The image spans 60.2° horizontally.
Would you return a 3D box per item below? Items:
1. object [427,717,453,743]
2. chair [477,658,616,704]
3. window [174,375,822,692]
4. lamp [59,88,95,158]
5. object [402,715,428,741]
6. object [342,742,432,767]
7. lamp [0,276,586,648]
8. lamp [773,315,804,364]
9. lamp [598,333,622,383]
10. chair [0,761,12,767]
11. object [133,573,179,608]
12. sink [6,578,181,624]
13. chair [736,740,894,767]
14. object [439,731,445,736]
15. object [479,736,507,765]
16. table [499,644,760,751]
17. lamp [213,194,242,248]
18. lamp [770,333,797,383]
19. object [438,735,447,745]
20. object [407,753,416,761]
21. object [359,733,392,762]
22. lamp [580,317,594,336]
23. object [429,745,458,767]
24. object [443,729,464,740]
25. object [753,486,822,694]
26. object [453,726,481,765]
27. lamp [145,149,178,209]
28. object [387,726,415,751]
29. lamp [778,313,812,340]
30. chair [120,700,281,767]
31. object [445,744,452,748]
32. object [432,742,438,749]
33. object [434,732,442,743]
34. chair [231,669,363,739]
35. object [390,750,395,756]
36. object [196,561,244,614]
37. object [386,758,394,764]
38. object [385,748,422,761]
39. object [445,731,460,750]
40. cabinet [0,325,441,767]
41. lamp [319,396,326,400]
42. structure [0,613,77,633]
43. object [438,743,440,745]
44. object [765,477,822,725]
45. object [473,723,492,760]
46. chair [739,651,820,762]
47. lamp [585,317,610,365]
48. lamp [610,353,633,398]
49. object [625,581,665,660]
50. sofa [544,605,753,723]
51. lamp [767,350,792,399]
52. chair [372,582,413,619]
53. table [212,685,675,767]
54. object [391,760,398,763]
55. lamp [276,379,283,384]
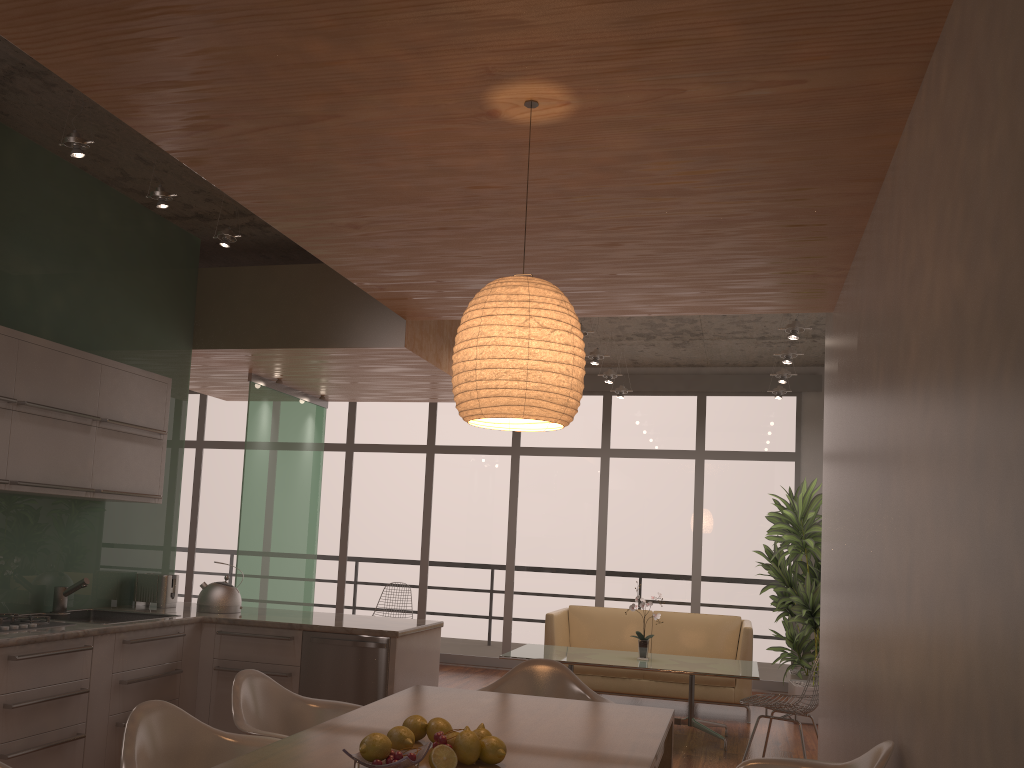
[{"bbox_3d":[-0.206,1.000,2.538,0.078,0.077,0.081,4,-8,-10],"label":"object"},{"bbox_3d":[0.110,1.673,3.848,0.684,0.853,0.650,3,-7,0],"label":"chair"},{"bbox_3d":[-0.984,1.525,10.177,8.572,3.252,0.062,0,-5,15],"label":"window"},{"bbox_3d":[-1.829,-1.192,3.740,0.153,0.466,0.104,4,-5,-18],"label":"lamp"},{"bbox_3d":[-0.283,1.004,2.574,0.078,0.077,0.081,3,-8,1],"label":"object"},{"bbox_3d":[-0.316,0.948,2.241,0.174,0.060,0.176,0,-10,15],"label":"object"},{"bbox_3d":[-1.078,0.556,4.131,3.221,1.334,3.099,0,-10,15],"label":"lamp"},{"bbox_3d":[2.192,-0.400,6.986,0.199,0.478,0.135,5,-5,-18],"label":"lamp"},{"bbox_3d":[0.914,-0.248,8.170,0.199,0.478,0.135,5,-5,-18],"label":"lamp"},{"bbox_3d":[-1.077,1.266,1.957,0.643,0.841,0.691,2,-7,10],"label":"chair"},{"bbox_3d":[-2.215,1.289,5.512,0.237,0.200,0.155,1,-7,15],"label":"object"},{"bbox_3d":[-2.243,1.246,4.778,0.617,0.379,0.649,0,-9,15],"label":"sink"},{"bbox_3d":[0.819,1.501,2.710,0.643,0.853,0.690,1,-7,15],"label":"chair"},{"bbox_3d":[-0.192,0.953,2.387,0.025,0.026,0.026,5,-8,-18],"label":"object"},{"bbox_3d":[-0.054,0.975,2.351,0.081,0.071,0.083,2,-8,4],"label":"object"},{"bbox_3d":[0.911,2.389,6.765,1.873,0.554,0.949,0,-9,15],"label":"table"},{"bbox_3d":[-1.547,-0.980,4.835,0.153,0.466,0.104,4,-5,-18],"label":"lamp"},{"bbox_3d":[2.396,-0.247,7.775,0.199,0.478,0.135,5,-5,-18],"label":"lamp"},{"bbox_3d":[-0.182,0.940,2.326,0.024,0.026,0.026,3,-8,-4],"label":"object"},{"bbox_3d":[-0.255,0.943,2.226,0.026,0.026,0.023,-1,-8,27],"label":"object"},{"bbox_3d":[-0.347,0.924,2.245,0.082,0.071,0.081,4,-8,-8],"label":"object"},{"bbox_3d":[0.508,-0.553,6.591,0.199,0.478,0.135,5,-5,-18],"label":"lamp"},{"bbox_3d":[-0.178,0.949,2.234,0.074,0.068,0.064,9,-9,-37],"label":"object"},{"bbox_3d":[-0.155,0.938,2.369,0.070,0.021,0.065,7,-11,-24],"label":"object"},{"bbox_3d":[2.890,2.007,8.384,1.084,2.086,0.972,-1,-7,33],"label":"object"},{"bbox_3d":[-0.117,0.952,2.322,0.074,0.093,0.076,0,-8,23],"label":"object"},{"bbox_3d":[-1.688,-1.086,4.288,0.153,0.466,0.104,4,-5,-18],"label":"lamp"},{"bbox_3d":[-0.305,0.975,2.421,0.081,0.071,0.083,2,-8,4],"label":"object"},{"bbox_3d":[1.989,-0.553,6.196,0.199,0.478,0.135,5,-5,-18],"label":"lamp"},{"bbox_3d":[-0.834,1.401,2.604,0.643,0.853,0.691,2,-7,10],"label":"chair"},{"bbox_3d":[-0.169,0.957,2.315,0.026,0.026,0.024,1,-8,14],"label":"object"},{"bbox_3d":[-0.209,1.010,2.463,0.026,0.026,0.024,1,-8,14],"label":"object"},{"bbox_3d":[-0.197,0.945,2.359,0.024,0.026,0.026,10,-10,-42],"label":"object"},{"bbox_3d":[-0.747,1.533,3.308,0.643,0.853,0.691,2,-7,10],"label":"chair"},{"bbox_3d":[-0.312,0.960,2.282,0.024,0.026,0.026,6,-8,-21],"label":"object"},{"bbox_3d":[-1.780,1.239,5.392,0.263,0.302,0.264,-2,-8,31],"label":"object"},{"bbox_3d":[-0.306,0.956,2.227,0.026,0.025,0.026,-3,-10,39],"label":"object"},{"bbox_3d":[-0.275,0.956,2.262,0.093,0.042,0.076,8,-10,-29],"label":"object"},{"bbox_3d":[-0.153,0.978,2.385,0.084,0.074,0.079,6,-8,-21],"label":"object"},{"bbox_3d":[-1.875,0.835,3.691,1.917,2.252,4.288,1,-9,15],"label":"cabinet"},{"bbox_3d":[-1.668,-0.092,7.838,0.103,0.466,0.154,4,-5,-13],"label":"lamp"},{"bbox_3d":[-2.450,1.100,4.072,0.490,0.038,0.683,0,-11,15],"label":"structure"},{"bbox_3d":[-0.183,0.955,2.338,0.024,0.026,0.026,3,-8,-4],"label":"object"},{"bbox_3d":[2.736,1.881,7.730,0.969,2.086,1.087,0,-7,28],"label":"object"},{"bbox_3d":[-0.086,0.977,2.407,0.074,0.099,0.072,8,-9,-40],"label":"object"},{"bbox_3d":[1.781,2.062,5.662,0.563,0.893,0.546,-2,-8,35],"label":"chair"},{"bbox_3d":[0.711,-0.401,7.381,0.199,0.478,0.135,5,-5,-18],"label":"lamp"},{"bbox_3d":[1.117,-0.095,8.959,0.199,0.478,0.135,5,-5,-18],"label":"lamp"},{"bbox_3d":[1.013,1.815,6.764,0.298,0.584,0.374,2,-6,9],"label":"object"},{"bbox_3d":[1.245,2.491,8.006,1.804,0.830,0.887,0,-8,15],"label":"sofa"},{"bbox_3d":[2.599,-0.095,8.564,0.199,0.478,0.135,5,-5,-18],"label":"lamp"},{"bbox_3d":[-1.363,2.636,9.684,0.544,0.893,0.566,1,-7,15],"label":"chair"},{"bbox_3d":[-0.164,1.421,2.398,1.027,0.801,2.094,1,-10,15],"label":"table"},{"bbox_3d":[-0.292,0.953,2.208,0.025,0.026,0.026,-4,-10,44],"label":"object"},{"bbox_3d":[-1.857,-0.233,7.104,0.103,0.466,0.154,4,-5,-13],"label":"lamp"}]
